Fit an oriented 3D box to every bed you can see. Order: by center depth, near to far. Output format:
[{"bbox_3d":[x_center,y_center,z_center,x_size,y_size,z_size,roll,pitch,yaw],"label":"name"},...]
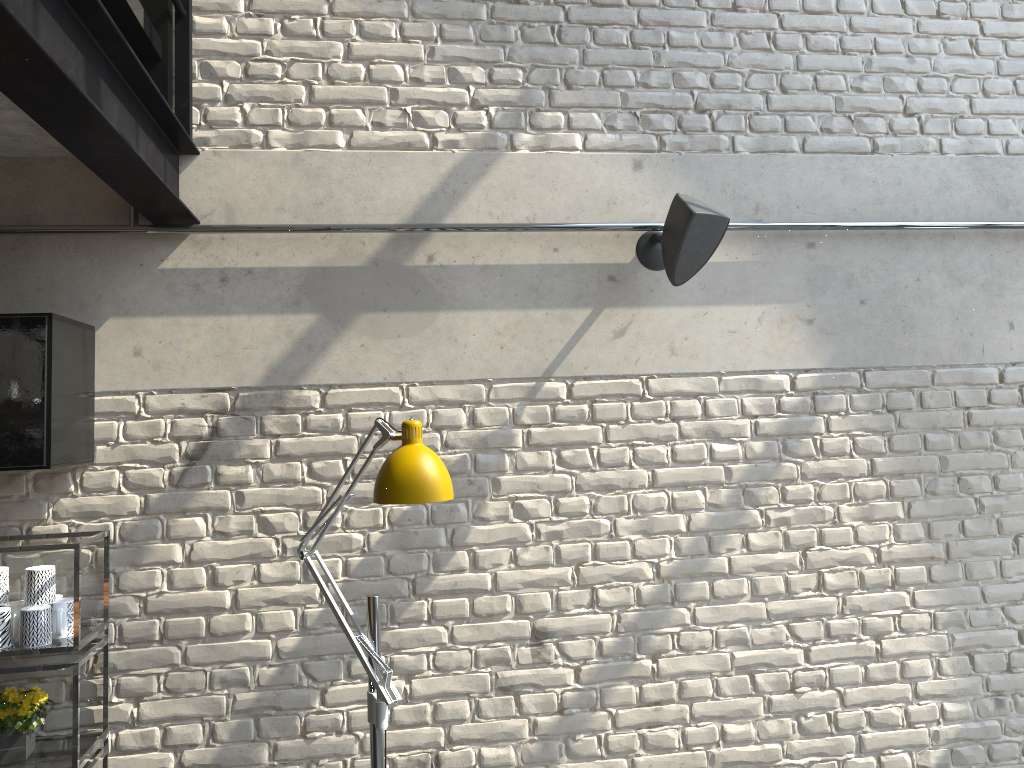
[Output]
[{"bbox_3d":[-3.112,-1.182,1.235,4.480,0.846,2.683,-2,-2,-9],"label":"bed"}]

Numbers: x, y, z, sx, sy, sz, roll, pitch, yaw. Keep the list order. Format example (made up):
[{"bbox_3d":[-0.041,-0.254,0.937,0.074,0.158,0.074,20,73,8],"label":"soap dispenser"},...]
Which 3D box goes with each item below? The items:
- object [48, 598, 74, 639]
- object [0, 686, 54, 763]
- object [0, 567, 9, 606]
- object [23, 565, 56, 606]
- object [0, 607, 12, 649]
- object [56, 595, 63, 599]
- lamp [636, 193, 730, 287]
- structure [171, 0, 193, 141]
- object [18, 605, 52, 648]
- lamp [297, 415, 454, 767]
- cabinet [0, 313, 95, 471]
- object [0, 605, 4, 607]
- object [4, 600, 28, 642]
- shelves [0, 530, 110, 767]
[{"bbox_3d":[-1.301,0.674,2.535,0.083,0.101,0.108,-3,-4,5],"label":"object"},{"bbox_3d":[-1.402,0.951,2.500,0.175,0.193,0.181,-2,-4,3],"label":"object"},{"bbox_3d":[-1.484,0.579,2.516,0.083,0.101,0.108,-3,-4,5],"label":"object"},{"bbox_3d":[-1.350,0.575,2.536,0.083,0.101,0.108,-1,-4,-20],"label":"object"},{"bbox_3d":[-1.440,0.676,2.450,0.108,0.101,0.082,-4,-4,25],"label":"object"},{"bbox_3d":[-1.375,0.679,2.608,0.108,0.101,0.082,-4,-4,25],"label":"object"},{"bbox_3d":[0.556,-0.476,2.942,0.178,0.308,0.356,0,-4,-27],"label":"lamp"},{"bbox_3d":[-2.302,0.037,0.222,3.788,3.358,4.761,-2,-3,-9],"label":"structure"},{"bbox_3d":[-1.327,0.672,2.467,0.083,0.101,0.108,-1,-4,-20],"label":"object"},{"bbox_3d":[0.168,0.879,2.341,1.571,1.627,0.627,-2,-5,4],"label":"lamp"},{"bbox_3d":[-3.192,0.086,2.258,3.894,0.424,0.397,-2,-4,-9],"label":"cabinet"},{"bbox_3d":[-1.507,0.683,2.582,0.083,0.101,0.108,-1,-4,-10],"label":"object"},{"bbox_3d":[-1.415,0.677,2.523,0.083,0.101,0.108,-3,-4,5],"label":"object"},{"bbox_3d":[-1.810,0.926,2.431,1.250,0.932,0.286,-2,-5,-9],"label":"shelves"}]
